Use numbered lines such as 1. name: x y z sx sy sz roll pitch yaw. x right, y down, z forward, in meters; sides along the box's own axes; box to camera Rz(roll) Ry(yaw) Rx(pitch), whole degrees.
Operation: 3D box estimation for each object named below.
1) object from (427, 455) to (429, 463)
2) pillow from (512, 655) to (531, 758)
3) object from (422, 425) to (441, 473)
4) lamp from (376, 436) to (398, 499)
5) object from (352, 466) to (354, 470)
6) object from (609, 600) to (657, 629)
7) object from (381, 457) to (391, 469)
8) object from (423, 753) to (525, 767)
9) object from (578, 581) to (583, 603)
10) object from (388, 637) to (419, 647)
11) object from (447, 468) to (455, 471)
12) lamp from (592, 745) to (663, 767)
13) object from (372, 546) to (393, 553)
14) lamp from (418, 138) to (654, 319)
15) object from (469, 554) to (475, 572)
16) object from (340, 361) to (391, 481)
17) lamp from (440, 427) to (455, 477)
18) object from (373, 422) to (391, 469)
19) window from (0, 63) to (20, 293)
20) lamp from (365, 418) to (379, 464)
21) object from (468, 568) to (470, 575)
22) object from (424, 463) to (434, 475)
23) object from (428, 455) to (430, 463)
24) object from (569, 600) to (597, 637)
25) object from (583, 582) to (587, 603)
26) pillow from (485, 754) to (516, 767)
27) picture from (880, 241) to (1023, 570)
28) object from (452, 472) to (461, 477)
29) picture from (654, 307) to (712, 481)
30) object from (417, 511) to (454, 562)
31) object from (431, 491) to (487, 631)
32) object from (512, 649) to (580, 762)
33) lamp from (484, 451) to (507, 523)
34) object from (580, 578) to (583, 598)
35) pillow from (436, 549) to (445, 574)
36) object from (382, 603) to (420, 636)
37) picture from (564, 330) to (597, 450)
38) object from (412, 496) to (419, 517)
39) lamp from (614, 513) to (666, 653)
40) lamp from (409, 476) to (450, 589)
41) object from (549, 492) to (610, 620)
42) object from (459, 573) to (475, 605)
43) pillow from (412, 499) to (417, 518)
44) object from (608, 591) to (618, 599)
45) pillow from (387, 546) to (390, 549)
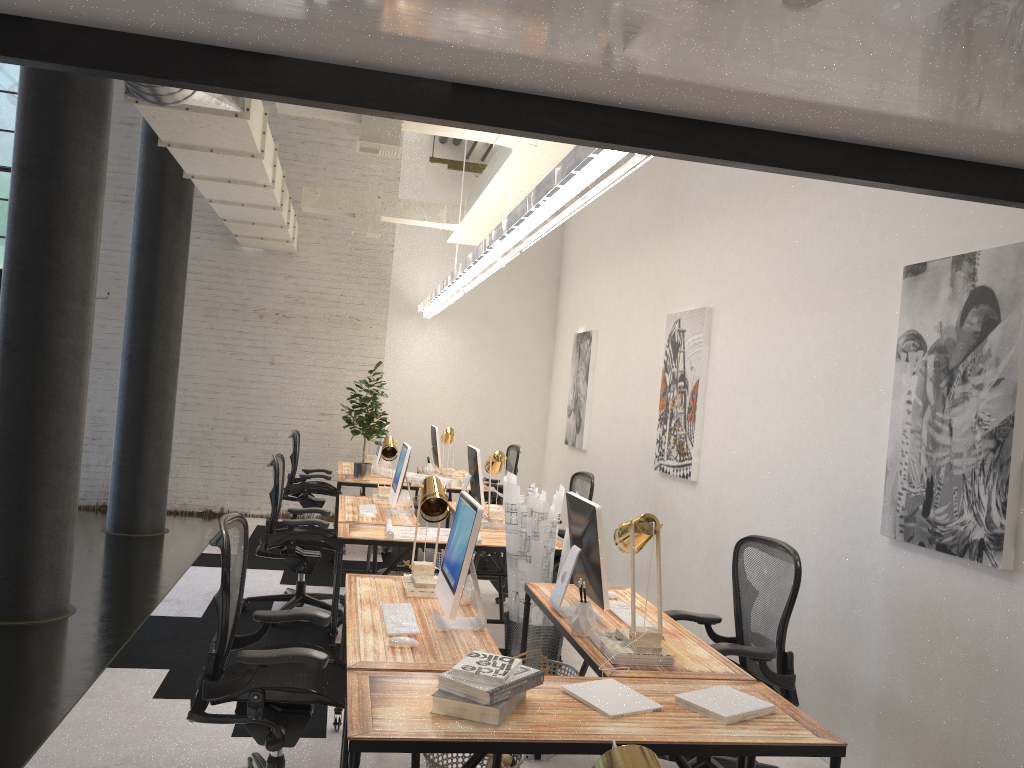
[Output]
1. object: -0.834 0.811 8.852 0.054 0.207 0.008 5 0 -24
2. pillow: 0.040 1.472 4.044 0.119 0.406 0.239 5 0 -10
3. object: -0.817 0.678 9.207 0.190 0.485 0.483 5 0 -11
4. lamp: -0.942 0.627 6.700 0.128 0.470 0.344 5 0 -10
5. object: -1.529 0.845 8.835 0.118 0.017 0.439 5 -1 -11
6. object: 0.488 0.974 3.755 0.118 0.017 0.439 5 -1 -11
7. object: -1.305 0.816 9.195 0.101 0.127 0.101 5 0 34
8. object: -0.148 1.429 3.069 0.353 0.435 0.358 5 0 -14
9. object: 0.269 0.855 3.383 0.054 0.207 0.008 5 0 -24
10. object: -0.371 0.883 3.043 0.106 0.029 0.059 5 -1 -10
11. object: -0.669 0.923 9.547 0.106 0.029 0.059 5 -1 -10
12. lamp: 0.124 0.642 0.964 0.126 0.470 0.344 5 0 -10
13. object: -1.250 1.385 8.538 0.353 0.435 0.358 5 0 -14
14. lamp: -0.157 -2.106 6.349 0.226 2.864 7.300 5 -1 -11
15. object: -0.190 0.820 3.738 0.054 0.207 0.008 5 0 -24
16. object: -1.320 0.322 7.958 0.439 1.077 0.513 5 0 -20
17. lamp: -0.635 0.659 8.727 0.126 0.470 0.344 5 0 -10
18. object: -1.286 0.633 8.851 0.190 0.485 0.483 5 0 -11
19. window: -6.229 -1.337 9.582 2.491 5.179 0.137 5 0 -11
20. lamp: -1.464 0.595 9.331 0.126 0.470 0.344 5 0 -11
21. object: -0.190 0.819 3.714 0.008 0.207 0.054 5 0 -28
22. object: -0.829 0.853 8.864 0.101 0.127 0.101 5 0 34
23. object: -0.822 0.811 8.850 0.008 0.207 0.054 5 0 44
24. object: 0.274 0.897 3.395 0.101 0.127 0.101 5 0 34
25. object: 0.281 0.855 3.381 0.008 0.207 0.054 5 0 44
26. pillow: -0.071 1.449 3.079 0.119 0.406 0.239 5 0 -10
27. picture: 1.758 0.075 3.536 0.049 1.183 0.731 5 0 -11
28. object: -0.615 0.930 9.224 0.118 0.017 0.439 5 -1 -11
29. picture: 1.219 0.067 6.384 0.049 1.183 0.731 5 0 -11
30. object: -0.612 1.430 8.287 0.544 0.455 0.221 5 0 -11
31. object: -0.183 0.677 3.382 0.190 0.485 0.483 5 0 -11
32. object: 0.120 1.465 4.054 0.353 0.435 0.358 5 0 -14
33. lamp: -0.115 0.690 6.096 0.128 0.470 0.344 5 0 -10
34. object: 0.268 0.854 3.407 0.008 0.207 0.054 5 0 -28
35. pillow: -0.542 1.459 6.882 0.119 0.406 0.239 5 0 -10
36. object: -0.426 0.890 3.367 0.118 0.017 0.439 5 -1 -11
37. picture: 0.701 0.059 9.120 0.049 1.183 0.731 5 0 -11
38. object: -0.983 1.421 9.523 0.353 0.435 0.358 5 0 -14
39. lamp: 0.467 0.703 3.258 0.128 0.470 0.344 5 0 -10
40. lamp: -0.361 0.639 3.862 0.126 0.470 0.344 5 0 -10
41. object: 0.285 0.723 3.738 0.190 0.485 0.483 5 0 -11
42. object: -0.203 0.860 3.726 0.101 0.127 0.101 5 0 34
43. pillow: -1.062 1.427 9.513 0.119 0.406 0.239 5 0 -10
44. object: 0.434 0.967 4.079 0.106 0.029 0.059 5 -1 -10
45. pillow: -1.173 1.405 8.548 0.119 0.406 0.239 5 0 -10
